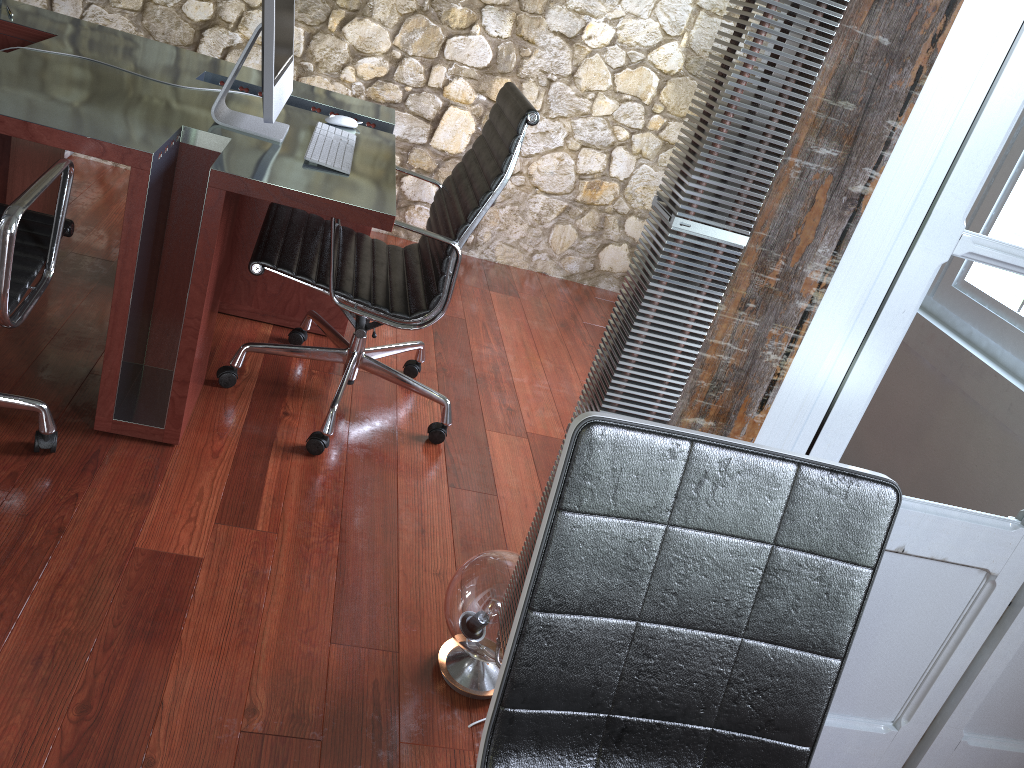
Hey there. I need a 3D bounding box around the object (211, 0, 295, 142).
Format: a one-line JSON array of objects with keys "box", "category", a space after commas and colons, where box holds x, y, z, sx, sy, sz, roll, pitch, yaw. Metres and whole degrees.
[{"box": [-0.637, -0.910, 2.313, 0.189, 0.476, 0.494, 13, 24, -14], "category": "object"}]

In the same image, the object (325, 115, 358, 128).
[{"box": [-0.523, -0.810, 2.721, 0.106, 0.028, 0.060, -5, 33, -41], "category": "object"}]

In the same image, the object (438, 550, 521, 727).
[{"box": [-0.045, 0.512, 1.805, 0.220, 0.376, 0.239, 3, 28, -34], "category": "object"}]

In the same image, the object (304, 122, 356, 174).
[{"box": [-0.492, -0.652, 2.427, 0.118, 0.017, 0.448, 12, 25, -14], "category": "object"}]

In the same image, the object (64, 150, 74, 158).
[{"box": [-2.051, -1.137, 3.651, 0.399, 0.380, 0.370, 13, 24, -14], "category": "object"}]

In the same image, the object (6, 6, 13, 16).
[{"box": [-1.560, -1.161, 2.750, 0.011, 0.011, 0.152, 1, 30, -35], "category": "object"}]

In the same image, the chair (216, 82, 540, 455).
[{"box": [-0.386, -0.391, 2.505, 0.697, 1.004, 0.679, 15, 23, -10], "category": "chair"}]

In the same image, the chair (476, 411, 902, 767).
[{"box": [0.173, 0.599, 0.950, 0.474, 0.902, 0.614, 13, 24, -14], "category": "chair"}]

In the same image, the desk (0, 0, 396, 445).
[{"box": [-1.643, -0.644, 2.490, 2.500, 0.714, 1.329, 12, 25, -13], "category": "desk"}]

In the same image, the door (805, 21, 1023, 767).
[{"box": [1.077, -0.054, 1.447, 1.157, 2.142, 0.041, 13, 23, -14], "category": "door"}]

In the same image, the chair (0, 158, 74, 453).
[{"box": [-1.226, -0.325, 1.775, 0.663, 1.004, 0.714, 11, 24, -19], "category": "chair"}]
